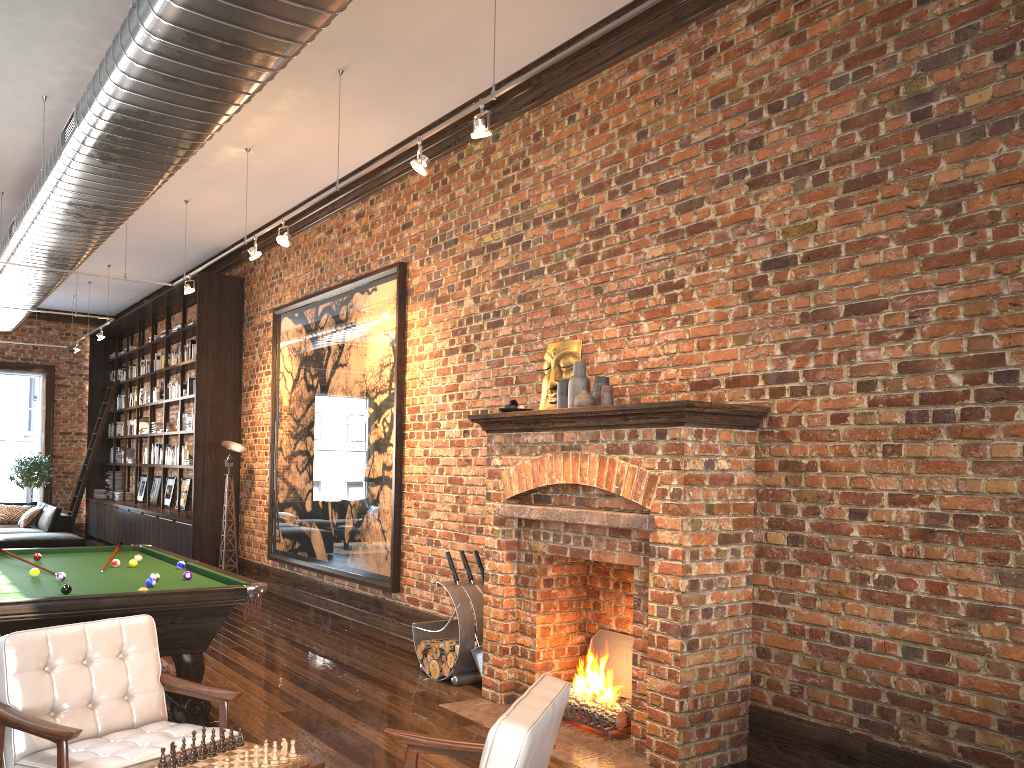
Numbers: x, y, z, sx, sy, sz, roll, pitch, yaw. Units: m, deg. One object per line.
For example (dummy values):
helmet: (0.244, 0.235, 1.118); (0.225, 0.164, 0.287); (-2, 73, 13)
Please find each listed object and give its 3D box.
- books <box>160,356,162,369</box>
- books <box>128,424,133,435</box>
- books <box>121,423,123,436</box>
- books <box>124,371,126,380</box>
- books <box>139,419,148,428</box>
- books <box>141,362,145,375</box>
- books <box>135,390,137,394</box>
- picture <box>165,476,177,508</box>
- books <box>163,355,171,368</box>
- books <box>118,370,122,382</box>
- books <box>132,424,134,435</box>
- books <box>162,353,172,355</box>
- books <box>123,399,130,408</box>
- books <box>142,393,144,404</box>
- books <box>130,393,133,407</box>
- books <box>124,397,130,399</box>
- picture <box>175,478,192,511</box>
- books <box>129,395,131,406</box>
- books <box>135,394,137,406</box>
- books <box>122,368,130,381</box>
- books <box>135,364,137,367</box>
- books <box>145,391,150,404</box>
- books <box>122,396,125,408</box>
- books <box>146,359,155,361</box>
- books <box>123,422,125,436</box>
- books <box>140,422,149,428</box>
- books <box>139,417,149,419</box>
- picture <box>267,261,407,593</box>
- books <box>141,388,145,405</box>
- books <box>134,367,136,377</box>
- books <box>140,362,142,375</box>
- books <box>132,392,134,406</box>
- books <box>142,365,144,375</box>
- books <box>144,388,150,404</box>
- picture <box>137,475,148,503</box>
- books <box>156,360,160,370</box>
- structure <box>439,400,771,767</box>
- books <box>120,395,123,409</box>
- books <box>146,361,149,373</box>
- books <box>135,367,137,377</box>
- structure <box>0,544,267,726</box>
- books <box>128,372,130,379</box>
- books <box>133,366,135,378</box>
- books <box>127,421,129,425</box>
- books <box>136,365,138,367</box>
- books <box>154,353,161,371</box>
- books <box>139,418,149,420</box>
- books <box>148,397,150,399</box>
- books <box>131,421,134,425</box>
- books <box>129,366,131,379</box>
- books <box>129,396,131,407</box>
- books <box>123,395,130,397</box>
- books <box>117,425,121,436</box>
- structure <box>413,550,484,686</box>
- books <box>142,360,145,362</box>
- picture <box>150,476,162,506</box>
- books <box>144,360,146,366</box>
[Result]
books: (-5.623, -0.322, 14.430); (0.191, 0.239, 0.008); (3, -1, -35)
books: (-6.825, 0.839, 16.081); (0.236, 0.202, 0.046); (4, -2, -35)
books: (-7.329, 0.870, 16.838); (0.180, 0.263, 0.015); (3, -1, -35)
books: (-7.199, -0.128, 16.675); (0.173, 0.213, 0.025); (3, -2, -35)
books: (-6.555, 0.769, 15.732); (0.189, 0.287, 0.013); (3, -1, -35)
books: (-6.379, -0.248, 15.515); (0.192, 0.266, 0.016); (3, -1, -35)
books: (-6.683, 0.268, 15.934); (0.171, 0.314, 0.014); (2, -1, -35)
picture: (-5.578, 1.757, 14.418); (0.112, 0.497, 0.508); (2, -3, -35)
books: (-5.544, -0.337, 14.335); (0.191, 0.254, 0.062); (3, -2, -35)
books: (-7.387, -0.129, 16.901); (0.235, 0.251, 0.028); (3, -2, -35)
books: (-6.771, 0.834, 16.050); (0.186, 0.207, 0.017); (3, -2, -35)
books: (-5.622, -0.348, 14.462); (0.181, 0.298, 0.009); (2, -1, -35)
books: (-7.214, 0.382, 16.673); (0.186, 0.210, 0.069); (3, -2, -35)
books: (-6.349, 0.279, 15.467); (0.183, 0.217, 0.034); (3, -2, -35)
books: (-6.885, 0.309, 16.227); (0.174, 0.282, 0.113); (2, -2, -35)
books: (-7.218, 0.364, 16.694); (0.167, 0.249, 0.079); (3, -2, -35)
picture: (-5.074, 1.699, 13.706); (0.112, 0.497, 0.508); (2, -3, -35)
books: (-6.942, 0.320, 16.326); (0.174, 0.279, 0.128); (2, -2, -35)
books: (-6.669, 0.303, 15.914); (0.181, 0.241, 0.036); (3, -1, -35)
books: (-7.250, -0.156, 16.737); (0.191, 0.279, 0.017); (3, -1, -35)
books: (-6.746, -0.211, 16.074); (0.160, 0.285, 0.014); (2, -1, -35)
books: (-6.190, 0.244, 15.223); (0.192, 0.249, 0.024); (3, -1, -35)
books: (-7.251, 0.362, 16.727); (0.183, 0.254, 0.046); (3, -1, -35)
books: (-6.223, -0.276, 15.303); (0.176, 0.288, 0.030); (2, -1, -35)
books: (-7.214, 0.849, 16.668); (0.164, 0.277, 0.013); (2, -1, -35)
books: (-6.510, 0.794, 15.699); (0.148, 0.232, 0.036); (3, -1, -35)
books: (-6.548, 0.750, 15.761); (0.161, 0.330, 0.006); (2, -1, -35)
picture: (-1.943, 0.497, 9.342); (0.080, 2.996, 3.205); (2, -3, -35)
books: (-6.395, 0.236, 15.529); (0.183, 0.313, 0.013); (2, -1, -35)
books: (-6.746, -0.190, 16.045); (0.156, 0.237, 0.033); (3, -1, -35)
books: (-6.474, -0.239, 15.655); (0.173, 0.272, 0.059); (3, -1, -35)
books: (-6.812, 0.299, 16.134); (0.174, 0.285, 0.091); (2, -2, -35)
books: (-6.350, -0.219, 15.459); (0.187, 0.200, 0.030); (3, -2, -35)
books: (-6.279, 0.229, 15.369); (0.175, 0.302, 0.067); (2, -1, -35)
picture: (-6.632, 1.877, 15.908); (0.112, 0.497, 0.508); (2, -3, -35)
books: (-5.765, -0.287, 14.627); (0.193, 0.202, 0.027); (3, -2, -35)
structure: (0.423, 1.110, 5.275); (0.888, 1.903, 2.002); (2, -3, -35)
books: (-7.349, 0.355, 16.873); (0.184, 0.292, 0.006); (3, -1, -35)
books: (-6.194, -0.262, 15.258); (0.186, 0.253, 0.030); (3, -1, -35)
books: (-6.647, -0.189, 15.884); (0.179, 0.207, 0.033); (3, -2, -35)
structure: (-2.892, 1.631, 5.934); (1.556, 0.849, 2.961); (4, -6, -35)
books: (-7.140, -0.122, 16.635); (0.136, 0.202, 0.085); (3, -2, -35)
books: (-6.803, -0.191, 16.135); (0.178, 0.254, 0.036); (3, -1, -35)
books: (-7.051, 0.826, 16.428); (0.185, 0.285, 0.036); (3, -1, -35)
books: (-6.650, -0.207, 15.910); (0.174, 0.249, 0.014); (3, -1, -35)
books: (-5.856, -0.337, 14.781); (0.186, 0.328, 0.069); (2, -1, -35)
books: (-6.546, 0.762, 15.755); (0.162, 0.305, 0.006); (2, -1, -35)
books: (-6.066, 0.236, 15.081); (0.161, 0.025, 0.298); (5, -7, -38)
books: (-6.829, 0.813, 16.131); (0.178, 0.263, 0.042); (3, -1, -35)
books: (-6.932, -0.190, 16.311); (0.188, 0.279, 0.028); (3, -1, -35)
books: (-6.918, 0.316, 16.278); (0.174, 0.279, 0.128); (2, -2, -35)
books: (-7.258, 0.351, 16.755); (0.191, 0.281, 0.006); (3, -1, -35)
books: (-7.391, 0.892, 16.880); (0.232, 0.224, 0.024); (3, -2, -35)
structure: (-0.300, 1.698, 6.515); (0.538, 0.917, 0.928); (2, -3, -35)
books: (-6.441, -0.262, 15.632); (0.166, 0.315, 0.016); (2, -1, -35)
picture: (-6.065, 1.812, 15.107); (0.112, 0.497, 0.508); (2, -3, -35)
books: (-6.315, -0.263, 15.442); (0.160, 0.285, 0.014); (2, -1, -35)
